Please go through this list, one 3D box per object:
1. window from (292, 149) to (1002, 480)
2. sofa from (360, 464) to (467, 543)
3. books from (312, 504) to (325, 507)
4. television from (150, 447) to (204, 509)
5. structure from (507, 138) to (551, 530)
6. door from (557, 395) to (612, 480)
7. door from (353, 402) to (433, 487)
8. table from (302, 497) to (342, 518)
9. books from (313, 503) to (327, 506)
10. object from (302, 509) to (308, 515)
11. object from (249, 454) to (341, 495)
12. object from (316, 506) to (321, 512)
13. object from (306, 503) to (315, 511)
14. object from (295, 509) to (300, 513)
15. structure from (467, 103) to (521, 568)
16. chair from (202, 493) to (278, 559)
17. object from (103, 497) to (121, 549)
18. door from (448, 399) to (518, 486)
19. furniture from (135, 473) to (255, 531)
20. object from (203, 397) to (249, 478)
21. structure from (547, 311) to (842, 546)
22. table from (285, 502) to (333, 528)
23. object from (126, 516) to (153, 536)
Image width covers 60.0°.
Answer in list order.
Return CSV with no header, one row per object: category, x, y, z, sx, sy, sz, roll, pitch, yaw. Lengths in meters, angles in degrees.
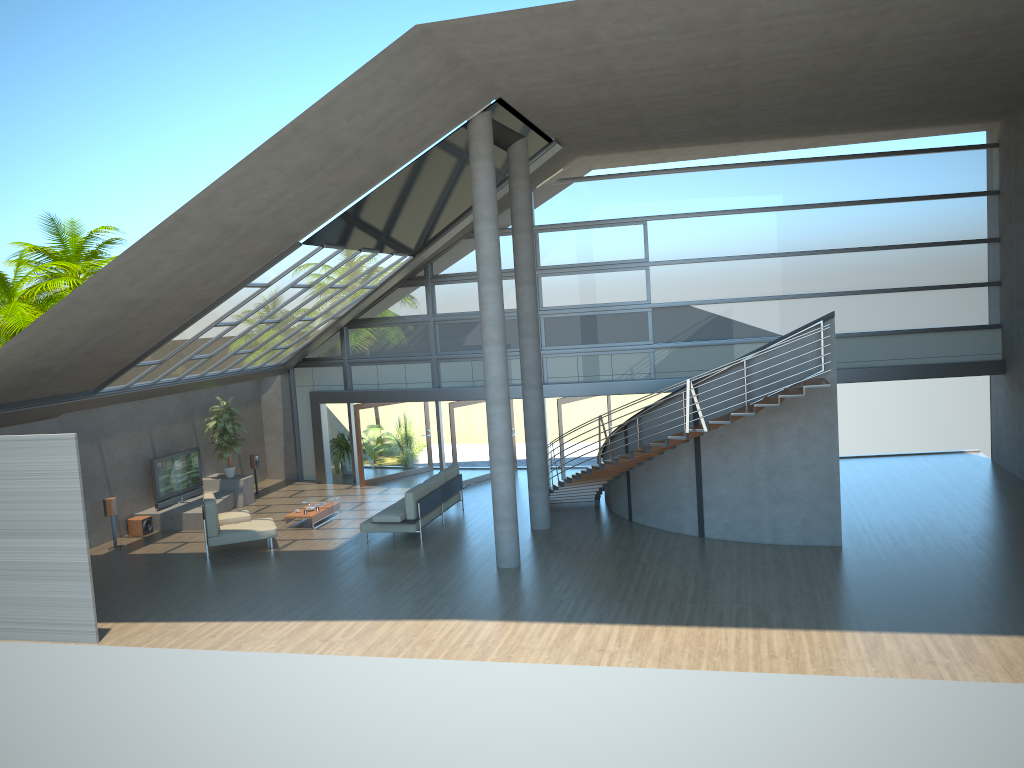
window,2.371,-1.161,19.852,16.616,6.630,1.098,-3,5,13
sofa,-1.851,2.237,16.912,1.166,0.947,3.079,-2,5,14
books,-3.948,2.472,18.105,0.275,0.005,0.189,-4,5,-5
television,-7.055,1.988,18.744,0.396,1.063,1.568,-2,5,15
structure,0.300,-0.939,15.857,0.381,7.125,0.382,-7,6,-31
door,1.708,1.186,20.222,0.200,1.977,2.298,0,6,36
door,-2.879,1.345,21.799,0.200,1.977,2.298,1,7,44
table,-3.888,2.536,18.173,0.680,0.342,0.400,-2,5,15
books,-3.918,2.462,18.149,0.275,0.005,0.189,-4,5,-2
object,-4.037,2.498,17.304,0.085,0.101,0.070,-3,5,13
object,-8.247,2.457,18.989,7.863,0.982,21.345,-2,5,18
object,-3.829,2.468,17.505,0.070,0.101,0.085,1,7,43
object,-4.011,2.440,17.617,0.178,0.161,0.178,-7,6,-34
object,-4.236,2.498,17.539,0.102,0.086,0.100,-2,5,19
structure,-0.282,-0.709,13.617,0.381,7.125,0.382,-2,5,15
chair,-4.948,2.459,16.066,1.244,1.023,1.217,-5,5,-20
object,-7.457,2.604,16.544,0.234,0.959,0.171,-5,5,-20
door,-0.649,1.279,20.901,0.200,1.977,2.298,0,6,38
furniture,-6.503,2.503,19.132,1.577,0.610,2.936,-2,5,15
object,-6.439,1.182,19.985,0.932,1.857,0.895,-6,5,-26
structure,2.441,0.743,15.095,2.349,3.653,6.809,-7,6,-37
table,-3.984,2.629,17.793,0.600,0.250,1.200,-2,5,15
object,-7.424,2.823,17.652,0.425,0.323,0.362,-2,5,15
